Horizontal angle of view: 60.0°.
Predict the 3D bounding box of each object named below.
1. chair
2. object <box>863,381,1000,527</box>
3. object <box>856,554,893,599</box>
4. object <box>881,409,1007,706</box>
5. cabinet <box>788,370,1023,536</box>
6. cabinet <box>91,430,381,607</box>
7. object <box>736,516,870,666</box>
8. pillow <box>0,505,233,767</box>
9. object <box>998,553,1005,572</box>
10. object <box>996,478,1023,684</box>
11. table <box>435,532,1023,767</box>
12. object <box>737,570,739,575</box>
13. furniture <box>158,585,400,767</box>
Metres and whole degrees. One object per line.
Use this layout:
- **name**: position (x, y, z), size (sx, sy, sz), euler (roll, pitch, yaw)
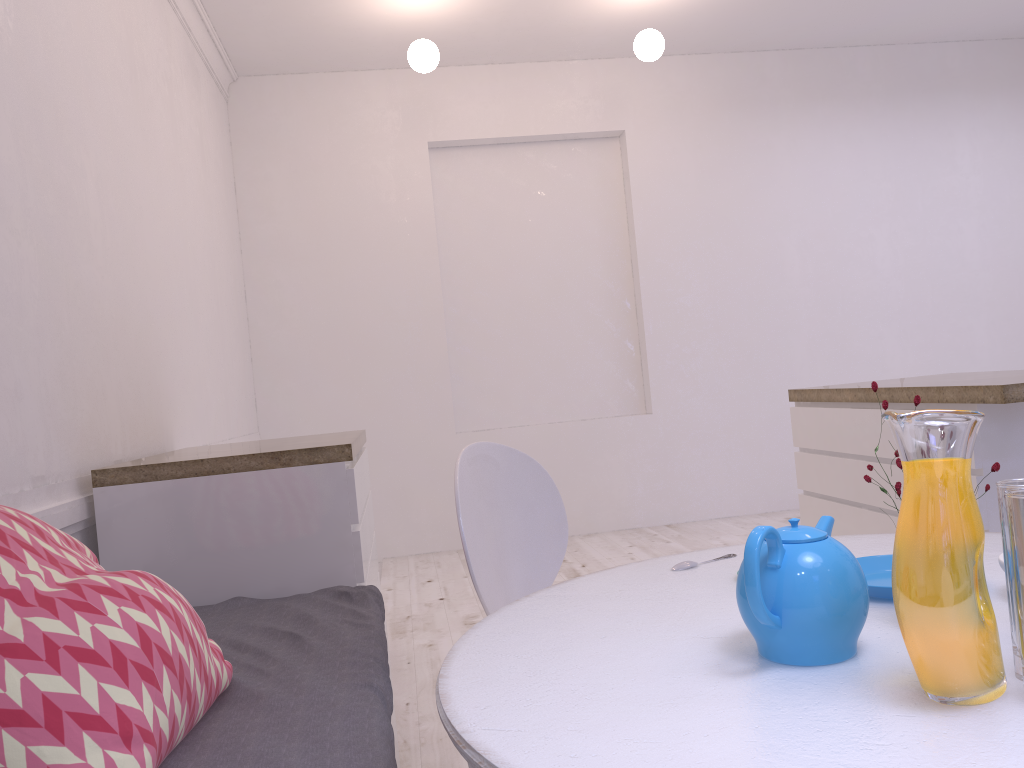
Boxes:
- **chair**: position (0.176, 0.520, 1.727), size (0.483, 0.845, 0.604), euler (-6, 0, 28)
- **object**: position (0.466, 0.137, 1.021), size (0.128, 0.287, 0.128), euler (-5, 0, -6)
- **object**: position (0.531, 0.263, 1.204), size (0.196, 0.023, 0.196), euler (-5, 0, -20)
- **object**: position (0.396, 0.153, 0.817), size (0.094, 0.267, 0.116), euler (-6, 0, 19)
- **cabinet**: position (1.454, 0.400, 2.728), size (0.654, 0.842, 1.167), euler (-5, 0, -7)
- **cabinet**: position (-0.771, 0.615, 2.802), size (0.654, 0.842, 1.036), euler (-5, 0, -7)
- **object**: position (0.312, 0.219, 0.972), size (0.156, 0.151, 0.150), euler (-6, 0, -4)
- **pillow**: position (-0.703, 0.340, 1.245), size (0.491, 0.424, 0.587), euler (-6, 0, -5)
- **object**: position (0.673, 0.235, 1.071), size (0.147, 0.052, 0.147), euler (-6, 0, 35)
- **object**: position (0.508, 0.183, 0.805), size (0.101, 0.186, 0.122), euler (-6, 0, 23)
- **table**: position (0.510, 0.593, 1.032), size (1.140, 0.629, 1.140), euler (-6, 0, 21)
- **object**: position (0.410, 0.282, 1.316), size (0.147, 0.011, 0.147), euler (-6, 0, -5)
- **furniture**: position (-0.432, 0.744, 0.616), size (0.769, 0.508, 3.296), euler (-5, 0, -7)
